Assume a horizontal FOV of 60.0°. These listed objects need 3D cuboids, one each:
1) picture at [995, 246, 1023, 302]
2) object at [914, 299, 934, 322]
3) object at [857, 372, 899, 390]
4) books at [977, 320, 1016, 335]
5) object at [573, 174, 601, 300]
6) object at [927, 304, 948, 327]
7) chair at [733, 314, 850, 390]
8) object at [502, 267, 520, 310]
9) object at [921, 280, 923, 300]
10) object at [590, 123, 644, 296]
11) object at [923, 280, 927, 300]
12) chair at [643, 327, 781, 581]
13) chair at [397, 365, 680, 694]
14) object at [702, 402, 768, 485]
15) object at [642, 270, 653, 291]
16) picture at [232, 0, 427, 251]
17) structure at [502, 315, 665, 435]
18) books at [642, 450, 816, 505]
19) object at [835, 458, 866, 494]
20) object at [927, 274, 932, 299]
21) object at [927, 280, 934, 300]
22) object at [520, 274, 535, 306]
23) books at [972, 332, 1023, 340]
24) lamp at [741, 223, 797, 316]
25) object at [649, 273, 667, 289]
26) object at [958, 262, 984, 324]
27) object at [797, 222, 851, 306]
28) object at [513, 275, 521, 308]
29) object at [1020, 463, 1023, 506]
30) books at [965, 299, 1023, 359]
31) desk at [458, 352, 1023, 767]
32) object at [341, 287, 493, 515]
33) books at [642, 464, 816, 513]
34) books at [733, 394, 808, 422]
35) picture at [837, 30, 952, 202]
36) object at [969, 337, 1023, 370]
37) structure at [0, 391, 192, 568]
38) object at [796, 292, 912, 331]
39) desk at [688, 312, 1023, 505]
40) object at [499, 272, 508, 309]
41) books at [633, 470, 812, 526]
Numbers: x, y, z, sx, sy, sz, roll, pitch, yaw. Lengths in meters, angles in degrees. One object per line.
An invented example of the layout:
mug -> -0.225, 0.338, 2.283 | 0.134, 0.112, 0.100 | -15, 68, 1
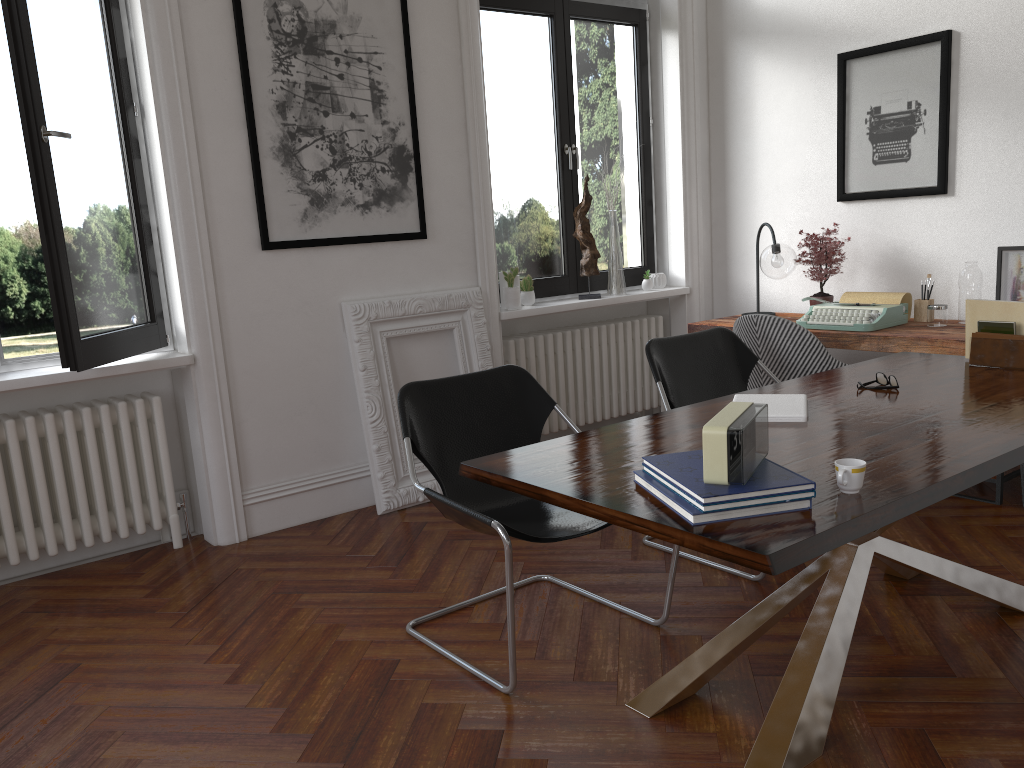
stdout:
picture -> 2.471, -0.475, 4.249 | 0.022, 0.371, 0.282 | -12, 13, -36
object -> 2.138, -0.382, 4.601 | 0.058, 0.114, 0.075 | -12, 13, -36
object -> 1.233, -0.011, 3.003 | 0.133, 0.047, 0.114 | -1, 11, 16
books -> 1.776, -0.152, 3.247 | 0.040, 0.158, 0.128 | -12, 13, -36
object -> 0.454, -0.895, 5.410 | 0.165, 0.757, 0.142 | -3, 11, 6
object -> 2.113, -0.340, 4.405 | 0.093, 0.102, 0.093 | 7, 15, 44
chair -> 1.388, 0.077, 4.378 | 0.546, 0.903, 0.715 | -14, 15, -43
object -> -0.005, -0.544, 5.049 | 0.098, 0.245, 0.102 | 3, 13, 31
object -> 2.134, -0.433, 4.610 | 0.008, 0.208, 0.054 | 0, 12, 18
object -> 0.681, -1.083, 5.523 | 0.295, 1.058, 0.289 | -11, 13, -33
object -> 2.146, -0.434, 4.614 | 0.008, 0.208, 0.054 | 6, 14, 40
chair -> 0.995, 0.241, 3.636 | 0.751, 0.876, 0.744 | -12, 13, -36
chair -> 0.061, 0.424, 2.950 | 0.751, 0.876, 0.744 | -12, 13, -36
object -> 0.493, 0.126, 1.937 | 0.082, 0.126, 0.274 | 2, 12, 27
object -> 0.878, -0.673, 5.755 | 0.072, 0.135, 0.072 | -6, 11, -11
picture -> -0.842, -1.334, 4.216 | 0.881, 1.329, 0.035 | -12, 14, -36
structure -> 0.458, 0.014, 5.705 | 1.450, 0.781, 0.225 | -11, 13, -36
books -> 0.466, 0.195, 1.959 | 0.250, 0.017, 0.343 | -6, 10, -11
object -> 0.727, 0.202, 1.924 | 0.082, 0.065, 0.064 | -7, 11, -16
object -> 2.158, -0.451, 4.603 | 0.028, 0.240, 0.023 | -13, 14, -39
object -> 2.157, -0.432, 4.593 | 0.054, 0.208, 0.008 | 4, 14, 36
object -> 0.093, -0.559, 5.261 | 0.097, 0.186, 0.099 | -6, 11, -13
books -> 1.767, -0.119, 3.191 | 0.028, 0.125, 0.220 | -12, 13, -36
lamp -> 1.489, -0.661, 5.162 | 0.207, 0.552, 0.440 | -6, 11, -13
object -> 0.965, -0.690, 5.926 | 0.132, 0.098, 0.134 | 1, 11, 23
object -> 2.279, -0.454, 4.407 | 0.111, 0.303, 0.111 | -4, 11, 0
object -> 1.753, -0.648, 5.043 | 0.290, 0.531, 0.307 | -2, 11, 8
object -> 0.023, -0.536, 5.150 | 0.051, 0.189, 0.051 | -4, 11, -2
object -> 2.359, 0.417, 3.877 | 0.261, 0.306, 0.260 | 0, 11, 18
books -> 1.819, -0.191, 3.250 | 0.043, 0.240, 0.309 | -12, 13, -36
desk -> 1.068, 0.457, 2.718 | 2.221, 0.754, 1.028 | -11, 13, -36
object -> -0.416, 0.064, 4.628 | 0.828, 1.066, 0.233 | -12, 13, -36
books -> 0.467, 0.212, 1.963 | 0.250, 0.017, 0.343 | -6, 10, -11
books -> 0.802, 0.074, 2.765 | 0.231, 0.026, 0.324 | -1, 10, 18
picture -> 2.063, -1.428, 4.821 | 0.050, 0.819, 0.633 | -12, 13, -36
object -> 1.812, -0.150, 3.216 | 0.149, 0.167, 0.228 | -12, 13, -36
structure -> -2.141, 0.525, 3.796 | 1.450, 0.781, 0.225 | -11, 13, -36
object -> 1.758, -0.390, 4.659 | 0.483, 0.149, 0.534 | -12, 13, -37
desk -> 1.852, 0.055, 4.751 | 0.646, 0.761, 1.795 | -12, 13, -36
object -> -0.044, -0.541, 5.128 | 0.051, 0.214, 0.051 | -4, 11, -2
books -> 0.454, 0.233, 1.972 | 0.264, 0.027, 0.346 | -6, 10, -11
